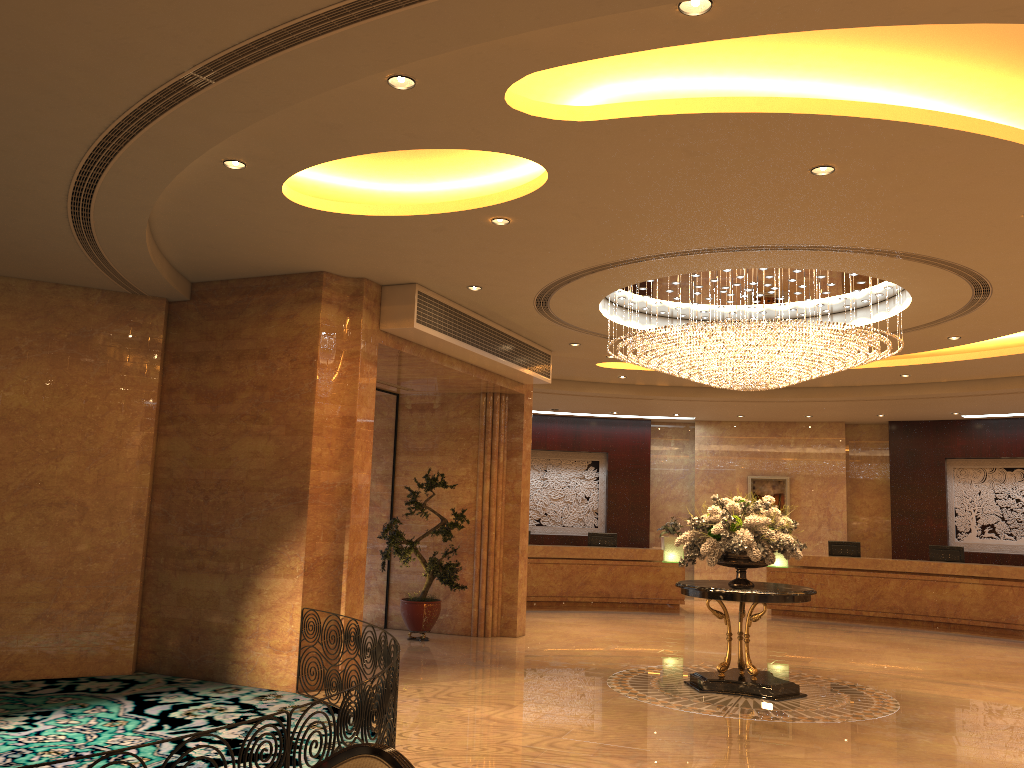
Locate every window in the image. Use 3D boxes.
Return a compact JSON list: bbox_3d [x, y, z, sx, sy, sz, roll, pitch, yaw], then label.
[{"bbox_3d":[-2.525,1.670,11.940,0.047,3.571,3.515,-2,-9,23],"label":"window"}]

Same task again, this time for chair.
[{"bbox_3d":[-0.648,1.757,2.937,0.951,0.916,0.769,-1,-9,18],"label":"chair"}]

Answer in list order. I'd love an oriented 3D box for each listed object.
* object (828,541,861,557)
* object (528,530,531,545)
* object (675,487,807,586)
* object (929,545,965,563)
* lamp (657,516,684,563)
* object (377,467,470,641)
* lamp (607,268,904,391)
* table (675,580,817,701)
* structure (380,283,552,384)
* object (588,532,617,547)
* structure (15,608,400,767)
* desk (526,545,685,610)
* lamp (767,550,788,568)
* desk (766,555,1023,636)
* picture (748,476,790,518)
[{"bbox_3d":[6.528,3.340,17.416,0.430,0.500,0.531,7,-9,-29],"label":"object"},{"bbox_3d":[0.081,3.185,17.792,0.531,0.500,0.430,0,-8,15],"label":"object"},{"bbox_3d":[2.552,1.708,9.787,1.318,0.999,1.277,8,-10,-35],"label":"object"},{"bbox_3d":[8.098,3.265,16.514,0.430,0.500,0.531,4,-9,-16],"label":"object"},{"bbox_3d":[3.213,3.118,17.849,0.570,0.923,0.580,-1,-9,20],"label":"lamp"},{"bbox_3d":[-1.219,2.352,12.306,1.250,2.363,0.843,1,-8,4],"label":"object"},{"bbox_3d":[2.688,-0.520,10.050,3.204,1.196,3.206,7,-9,-29],"label":"lamp"},{"bbox_3d":[2.521,2.735,9.603,1.493,1.089,1.493,0,-9,17],"label":"table"},{"bbox_3d":[-0.415,-0.535,11.368,0.425,0.483,4.113,-2,-9,23],"label":"structure"},{"bbox_3d":[1.686,3.288,18.128,0.918,0.500,0.397,1,-8,6],"label":"object"},{"bbox_3d":[-3.135,2.045,4.516,3.815,0.995,7.624,-5,-11,41],"label":"structure"},{"bbox_3d":[0.997,3.823,17.755,5.227,1.155,1.570,4,-8,-12],"label":"desk"},{"bbox_3d":[5.234,3.142,17.519,0.577,0.925,0.542,-2,-9,25],"label":"lamp"},{"bbox_3d":[9.426,3.490,13.388,3.466,1.155,12.951,7,-10,-32],"label":"desk"},{"bbox_3d":[5.634,2.474,19.461,0.875,0.890,0.068,0,-8,14],"label":"picture"}]
